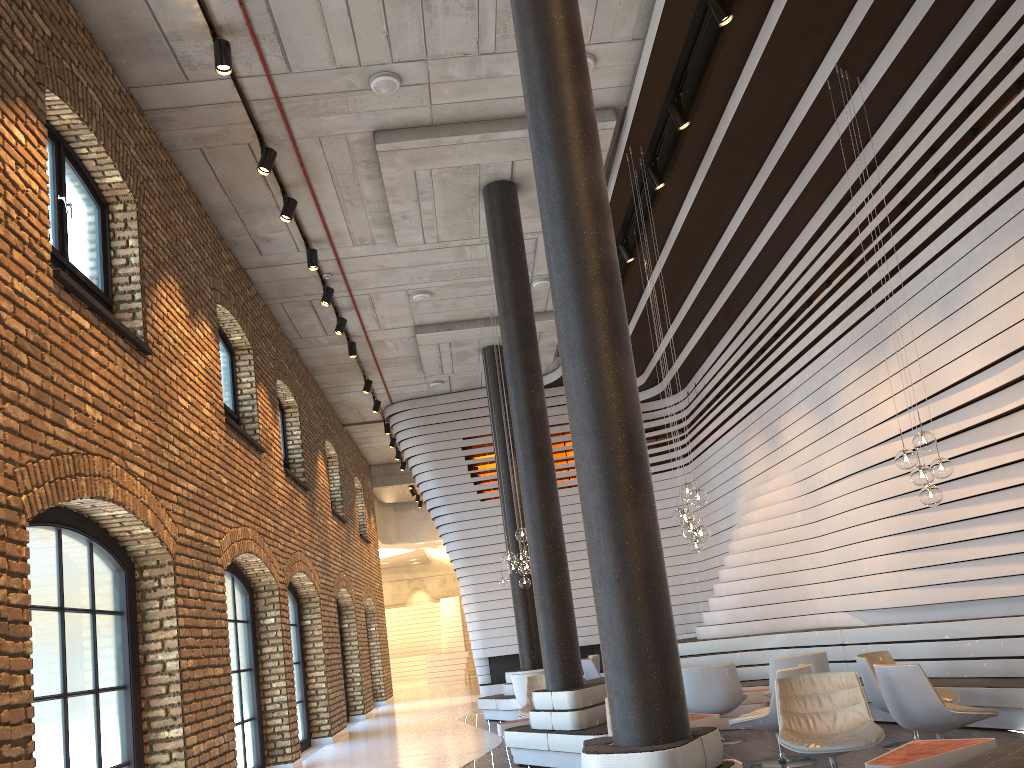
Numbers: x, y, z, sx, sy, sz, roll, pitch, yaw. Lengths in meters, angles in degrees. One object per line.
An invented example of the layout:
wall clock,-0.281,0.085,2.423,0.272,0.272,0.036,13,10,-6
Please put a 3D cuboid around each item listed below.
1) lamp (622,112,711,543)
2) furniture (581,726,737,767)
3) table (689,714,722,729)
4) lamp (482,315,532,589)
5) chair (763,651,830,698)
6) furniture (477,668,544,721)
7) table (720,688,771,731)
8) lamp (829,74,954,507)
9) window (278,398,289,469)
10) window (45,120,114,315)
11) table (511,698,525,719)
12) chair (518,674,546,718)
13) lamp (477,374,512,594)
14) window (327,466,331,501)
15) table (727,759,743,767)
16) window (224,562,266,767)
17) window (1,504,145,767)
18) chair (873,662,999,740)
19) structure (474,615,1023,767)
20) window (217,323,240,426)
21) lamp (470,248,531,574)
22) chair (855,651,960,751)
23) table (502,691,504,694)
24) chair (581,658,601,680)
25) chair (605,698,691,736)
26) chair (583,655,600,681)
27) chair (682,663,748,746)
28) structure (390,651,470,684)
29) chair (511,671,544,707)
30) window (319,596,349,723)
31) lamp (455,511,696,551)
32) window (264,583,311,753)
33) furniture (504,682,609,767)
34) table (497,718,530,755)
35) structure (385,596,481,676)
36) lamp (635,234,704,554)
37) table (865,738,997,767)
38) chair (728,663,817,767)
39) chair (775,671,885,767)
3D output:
lamp,1.463,-0.742,8.833,0.310,4.650,0.673,-8,-10,4
furniture,0.549,2.146,4.419,1.297,0.708,1.780,-16,-17,31
table,1.557,3.137,7.735,0.421,0.363,0.909,-16,-17,32
lamp,-0.056,0.748,13.192,0.542,4.539,0.281,2,-14,-41
chair,2.861,3.066,8.773,0.658,0.751,0.724,-8,-13,4
furniture,0.101,4.878,13.871,1.271,0.708,1.817,-5,-15,-8
table,2.447,3.559,9.618,0.920,0.363,0.416,-16,-16,29
lamp,2.943,-1.290,7.247,0.529,4.623,0.341,2,-14,-41
window,-3.513,0.742,12.941,0.125,1.422,1.607,-7,-13,-4
window,-3.275,-1.138,6.405,0.125,1.422,1.607,-7,-13,-4
table,0.436,4.665,12.638,0.907,0.363,0.421,-8,-13,5
chair,0.430,3.838,10.429,0.661,0.751,0.720,-10,-13,14
lamp,-0.276,1.522,16.034,0.543,4.539,0.281,3,-14,-44
window,-3.654,1.851,16.796,0.125,1.422,1.607,-7,-13,-4
table,0.960,2.564,5.447,0.905,0.363,0.422,-7,-13,-1
window,-3.098,3.135,9.562,0.130,2.485,2.409,-7,-13,-4
window,-2.961,2.061,5.828,0.130,2.485,2.409,-7,-13,-4
chair,3.022,2.338,6.272,0.709,0.751,0.671,-6,-13,-4
structure,2.955,3.291,9.898,5.757,0.909,18.664,-5,-16,-7
window,-3.411,-0.064,10.140,0.125,1.422,1.607,-7,-13,-4
lamp,-0.121,-0.022,10.645,0.541,4.585,0.300,-4,-11,-18
chair,3.275,2.585,7.255,0.726,0.751,0.656,-18,-17,40
table,0.252,5.361,15.016,0.901,0.363,0.425,0,-15,-25
chair,1.498,4.730,14.051,0.711,0.751,0.670,-8,-13,1
chair,1.015,2.584,6.256,0.656,0.751,0.726,-7,-13,-3
chair,1.204,5.078,15.148,0.710,0.751,0.671,-7,-13,-1
chair,2.017,3.184,8.818,0.662,0.751,0.719,-11,-13,16
structure,-2.701,10.357,32.310,2.537,0.880,7.704,0,-17,-25
chair,0.372,4.264,11.905,0.668,0.751,0.713,-16,-15,33
window,-3.340,5.050,16.219,0.130,2.485,2.409,-7,-13,-4
lamp,2.020,-2.829,1.039,9.019,4.523,42.909,-6,-16,-4
window,-5.674,5.576,17.051,2.175,2.480,13.205,1,-17,-32
furniture,0.835,3.302,8.630,1.269,0.708,1.820,2,-17,-32
table,0.292,3.824,9.605,0.902,0.363,0.424,-4,-14,-10
structure,-3.106,10.083,34.726,4.526,2.809,5.953,-6,-15,-3
lamp,1.819,-0.245,10.711,0.292,4.585,0.556,-6,-10,-8
table,2.327,2.268,5.003,0.901,0.363,0.424,2,-16,-30
chair,2.156,2.725,7.258,0.724,0.751,0.657,-17,-16,36
chair,2.108,2.337,5.865,0.661,0.751,0.721,-10,-13,12
